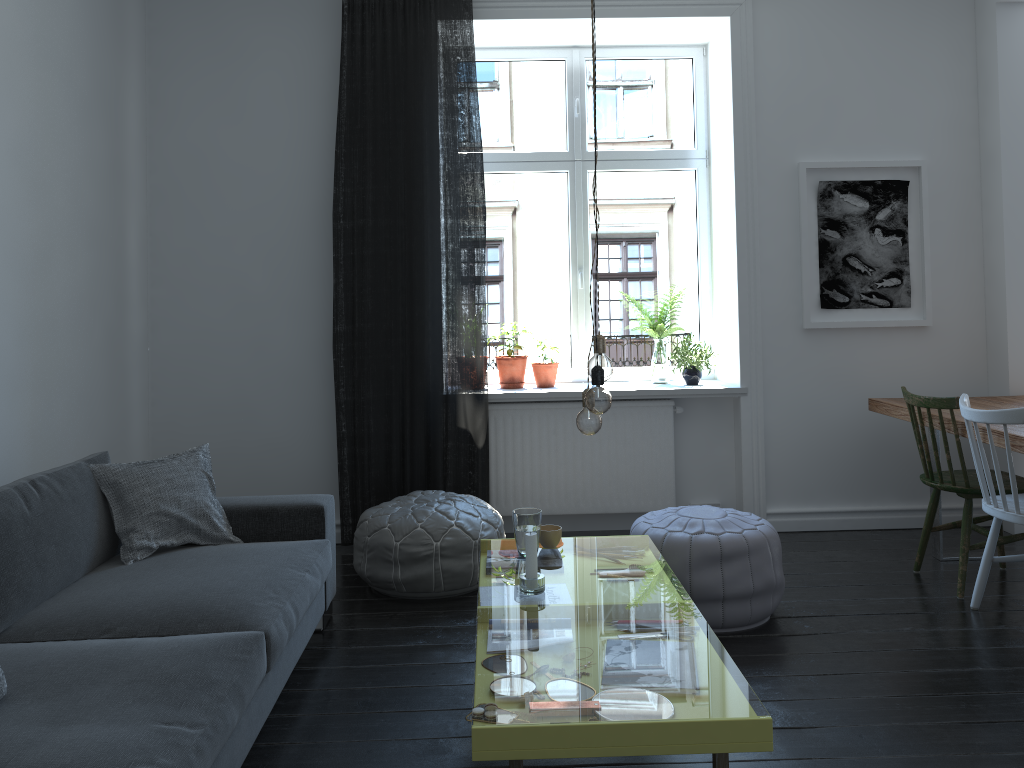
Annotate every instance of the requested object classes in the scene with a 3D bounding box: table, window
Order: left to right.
[{"bbox_3d":[0.395,-1.004,5.173,1.568,1.992,0.107,-1,-2,-1],"label":"window"},{"bbox_3d":[0.208,0.811,2.442,0.600,0.399,1.405,-1,5,-1],"label":"table"},{"bbox_3d":[2.365,0.521,3.406,1.018,0.716,2.234,-1,5,-1],"label":"table"}]

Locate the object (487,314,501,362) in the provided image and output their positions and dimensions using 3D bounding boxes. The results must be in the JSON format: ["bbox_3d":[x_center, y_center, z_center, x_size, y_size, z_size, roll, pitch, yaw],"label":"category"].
[{"bbox_3d":[-0.218,-0.226,4.937,0.300,0.500,0.333,-1,1,-18],"label":"object"}]

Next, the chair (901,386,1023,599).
[{"bbox_3d":[1.982,0.440,3.784,0.485,0.829,0.467,-1,0,-3],"label":"chair"}]

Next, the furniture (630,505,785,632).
[{"bbox_3d":[0.775,0.721,3.541,0.615,0.420,0.611,-2,3,-7],"label":"furniture"}]

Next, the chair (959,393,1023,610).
[{"bbox_3d":[1.976,0.477,3.292,0.510,0.844,0.466,-1,0,-1],"label":"chair"}]

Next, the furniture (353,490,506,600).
[{"bbox_3d":[-0.367,0.696,3.968,0.679,0.382,0.681,-1,4,-1],"label":"furniture"}]

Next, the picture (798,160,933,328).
[{"bbox_3d":[1.889,-0.751,4.738,0.687,0.890,0.083,-1,-2,-1],"label":"picture"}]

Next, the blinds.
[{"bbox_3d":[-0.530,-0.668,4.531,0.804,2.981,0.112,-1,-2,-3],"label":"blinds"}]

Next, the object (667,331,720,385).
[{"bbox_3d":[1.002,-0.142,4.866,0.284,0.295,0.286,-1,2,3],"label":"object"}]

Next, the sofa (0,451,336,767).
[{"bbox_3d":[-1.188,0.682,2.384,1.084,0.723,2.380,-1,5,-1],"label":"sofa"}]

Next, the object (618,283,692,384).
[{"bbox_3d":[0.844,-0.284,4.979,0.328,0.567,0.392,-1,1,-38],"label":"object"}]

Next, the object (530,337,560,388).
[{"bbox_3d":[0.195,-0.121,4.919,0.195,0.278,0.176,-2,1,-34],"label":"object"}]

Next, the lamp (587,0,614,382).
[{"bbox_3d":[0.234,-0.755,2.497,0.074,1.501,0.074,0,-2,-44],"label":"lamp"}]

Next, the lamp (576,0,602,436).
[{"bbox_3d":[0.212,-0.603,2.528,0.089,1.501,0.074,-2,-2,23],"label":"lamp"}]

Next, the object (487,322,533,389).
[{"bbox_3d":[-0.009,-0.166,4.934,0.258,0.371,0.234,-1,0,11],"label":"object"}]

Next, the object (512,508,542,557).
[{"bbox_3d":[0.052,0.496,2.934,0.097,0.146,0.097,-2,1,-41],"label":"object"}]

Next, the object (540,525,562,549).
[{"bbox_3d":[0.128,0.527,3.023,0.087,0.067,0.087,0,3,27],"label":"object"}]

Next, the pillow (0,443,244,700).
[{"bbox_3d":[-1.301,0.442,2.454,0.478,0.491,2.062,-1,5,3],"label":"pillow"}]

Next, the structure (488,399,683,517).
[{"bbox_3d":[0.394,0.408,4.717,1.064,0.630,0.073,-1,-1,-1],"label":"structure"}]

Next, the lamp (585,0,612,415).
[{"bbox_3d":[0.226,-0.666,2.430,0.086,1.501,0.074,0,-2,-40],"label":"lamp"}]

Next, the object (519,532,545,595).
[{"bbox_3d":[0.057,0.517,2.561,0.074,0.174,0.074,-2,-1,34],"label":"object"}]
